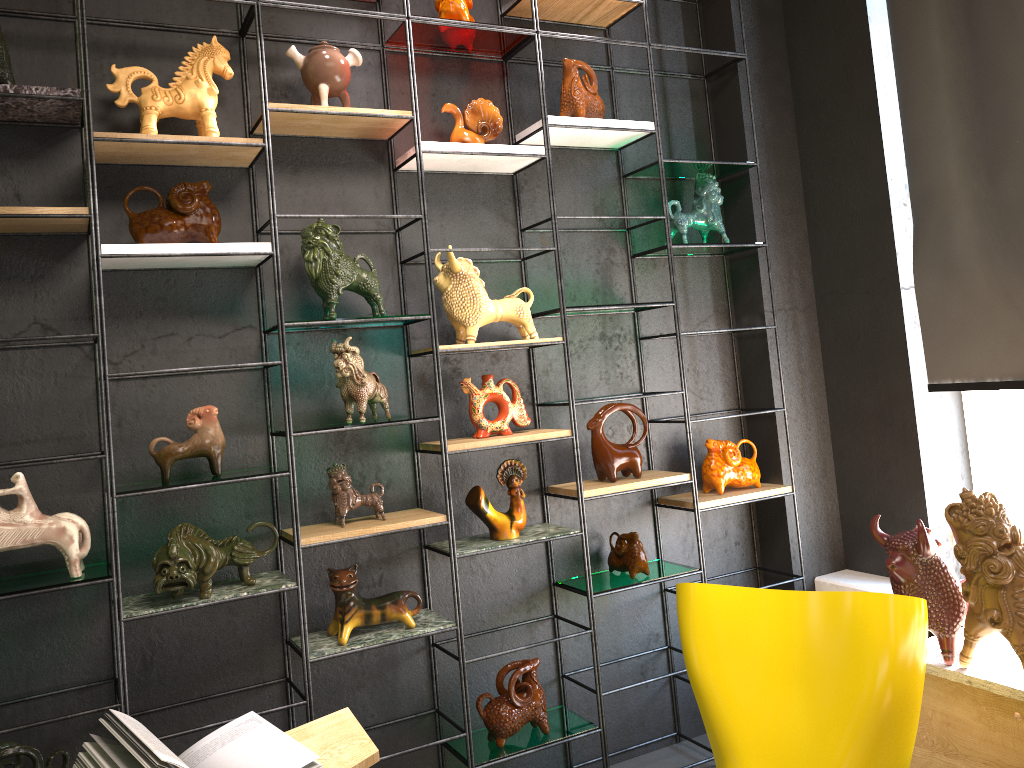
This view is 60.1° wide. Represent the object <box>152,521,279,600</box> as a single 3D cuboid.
[{"bbox_3d":[-0.909,0.511,2.639,0.191,0.221,0.403,-6,-1,32],"label":"object"}]

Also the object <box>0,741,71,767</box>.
[{"bbox_3d":[-1.325,1.087,2.406,0.125,0.250,0.253,-7,-2,33],"label":"object"}]

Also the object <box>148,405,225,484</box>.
[{"bbox_3d":[-0.972,0.180,2.657,0.212,0.221,0.118,-4,-3,-43],"label":"object"}]

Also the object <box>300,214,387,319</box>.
[{"bbox_3d":[-0.564,-0.383,2.915,0.256,0.358,0.166,-4,-3,-22],"label":"object"}]

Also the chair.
[{"bbox_3d":[0.665,0.983,2.166,0.655,0.900,1.070,-7,-2,33],"label":"chair"}]

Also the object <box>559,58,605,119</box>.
[{"bbox_3d":[0.274,-1.112,3.425,0.125,0.250,0.253,-7,-2,33],"label":"object"}]

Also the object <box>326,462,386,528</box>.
[{"bbox_3d":[-0.506,0.353,2.889,0.183,0.211,0.095,-4,-3,-24],"label":"object"}]

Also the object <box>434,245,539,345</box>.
[{"bbox_3d":[-0.096,-0.311,3.137,0.370,0.353,0.174,-5,-3,-22],"label":"object"}]

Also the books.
[{"bbox_3d":[-0.764,0.903,2.134,0.483,0.233,0.398,-5,-1,-40],"label":"books"}]

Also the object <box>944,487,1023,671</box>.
[{"bbox_3d":[1.507,0.557,2.567,0.476,0.548,0.248,-5,-3,-19],"label":"object"}]

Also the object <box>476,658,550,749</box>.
[{"bbox_3d":[-0.004,1.090,3.028,0.254,0.250,0.125,-4,-3,-27],"label":"object"}]

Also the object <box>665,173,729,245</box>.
[{"bbox_3d":[0.750,-0.720,3.635,0.290,0.333,0.151,-4,-3,-35],"label":"object"}]

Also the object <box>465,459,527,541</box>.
[{"bbox_3d":[-0.040,0.404,3.099,0.227,0.271,0.123,-4,-3,-27],"label":"object"}]

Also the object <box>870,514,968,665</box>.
[{"bbox_3d":[1.358,0.609,2.761,0.463,0.442,0.218,-5,-3,-22],"label":"object"}]

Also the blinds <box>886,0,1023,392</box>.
[{"bbox_3d":[0.397,-0.801,4.578,3.525,3.319,12.676,-5,0,-7],"label":"blinds"}]

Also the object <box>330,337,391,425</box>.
[{"bbox_3d":[-0.503,-0.011,2.881,0.131,0.281,0.207,-6,-2,21],"label":"object"}]

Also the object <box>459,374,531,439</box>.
[{"bbox_3d":[-0.057,0.076,3.145,0.268,0.224,0.060,-5,-3,-26],"label":"object"}]

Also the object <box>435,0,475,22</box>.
[{"bbox_3d":[-0.210,-1.378,3.277,0.138,0.223,0.277,-5,-1,4],"label":"object"}]

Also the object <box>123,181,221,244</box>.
[{"bbox_3d":[-1.034,-0.514,2.702,0.278,0.223,0.138,-5,-2,-28],"label":"object"}]

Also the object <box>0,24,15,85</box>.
[{"bbox_3d":[-1.541,-0.933,2.554,0.252,0.250,0.126,-6,-3,38],"label":"object"}]

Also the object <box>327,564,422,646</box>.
[{"bbox_3d":[-0.436,0.683,2.850,0.310,0.237,0.155,-5,-2,-23],"label":"object"}]

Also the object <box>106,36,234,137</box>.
[{"bbox_3d":[-1.051,-0.911,2.742,0.376,0.364,0.169,-4,-3,-32],"label":"object"}]

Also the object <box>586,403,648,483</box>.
[{"bbox_3d":[0.394,0.218,3.342,0.249,0.291,0.114,-4,-3,-27],"label":"object"}]

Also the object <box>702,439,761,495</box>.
[{"bbox_3d":[0.886,0.322,3.578,0.278,0.223,0.138,-5,-2,-27],"label":"object"}]

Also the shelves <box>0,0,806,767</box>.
[{"bbox_3d":[-0.341,-0.453,3.057,2.998,3.924,0.273,-4,-4,-27],"label":"shelves"}]

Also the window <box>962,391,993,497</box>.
[{"bbox_3d":[2.259,-0.859,2.595,0.051,3.180,2.297,-3,-3,-27],"label":"window"}]

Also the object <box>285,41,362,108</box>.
[{"bbox_3d":[-0.621,-1.019,2.964,0.163,0.267,0.237,-7,-2,34],"label":"object"}]

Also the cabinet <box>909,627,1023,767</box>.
[{"bbox_3d":[1.996,1.048,1.659,0.405,0.531,2.718,-4,0,-27],"label":"cabinet"}]

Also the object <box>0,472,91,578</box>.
[{"bbox_3d":[-1.353,0.395,2.440,0.342,0.305,0.164,-5,-3,-22],"label":"object"}]

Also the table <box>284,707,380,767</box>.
[{"bbox_3d":[-0.657,1.241,2.103,0.735,0.621,0.494,-5,-2,-26],"label":"table"}]

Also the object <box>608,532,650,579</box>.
[{"bbox_3d":[0.430,0.634,3.339,0.105,0.169,0.209,-4,-2,-27],"label":"object"}]

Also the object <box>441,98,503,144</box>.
[{"bbox_3d":[-0.139,-0.938,3.203,0.234,0.210,0.107,-5,-3,-10],"label":"object"}]
